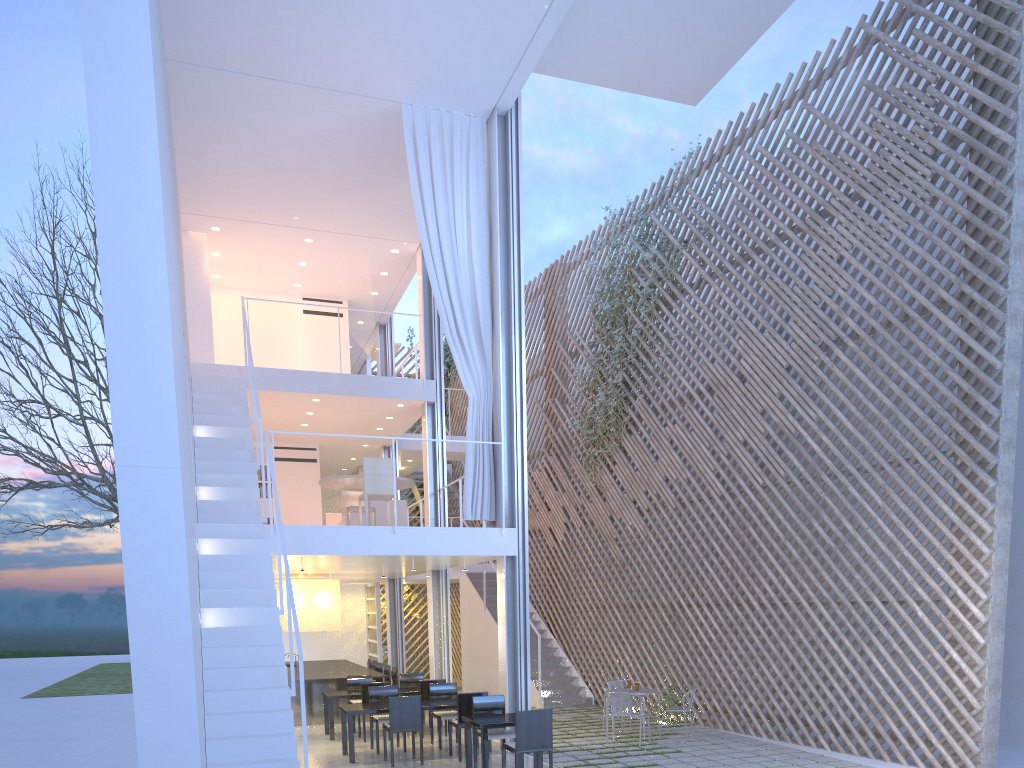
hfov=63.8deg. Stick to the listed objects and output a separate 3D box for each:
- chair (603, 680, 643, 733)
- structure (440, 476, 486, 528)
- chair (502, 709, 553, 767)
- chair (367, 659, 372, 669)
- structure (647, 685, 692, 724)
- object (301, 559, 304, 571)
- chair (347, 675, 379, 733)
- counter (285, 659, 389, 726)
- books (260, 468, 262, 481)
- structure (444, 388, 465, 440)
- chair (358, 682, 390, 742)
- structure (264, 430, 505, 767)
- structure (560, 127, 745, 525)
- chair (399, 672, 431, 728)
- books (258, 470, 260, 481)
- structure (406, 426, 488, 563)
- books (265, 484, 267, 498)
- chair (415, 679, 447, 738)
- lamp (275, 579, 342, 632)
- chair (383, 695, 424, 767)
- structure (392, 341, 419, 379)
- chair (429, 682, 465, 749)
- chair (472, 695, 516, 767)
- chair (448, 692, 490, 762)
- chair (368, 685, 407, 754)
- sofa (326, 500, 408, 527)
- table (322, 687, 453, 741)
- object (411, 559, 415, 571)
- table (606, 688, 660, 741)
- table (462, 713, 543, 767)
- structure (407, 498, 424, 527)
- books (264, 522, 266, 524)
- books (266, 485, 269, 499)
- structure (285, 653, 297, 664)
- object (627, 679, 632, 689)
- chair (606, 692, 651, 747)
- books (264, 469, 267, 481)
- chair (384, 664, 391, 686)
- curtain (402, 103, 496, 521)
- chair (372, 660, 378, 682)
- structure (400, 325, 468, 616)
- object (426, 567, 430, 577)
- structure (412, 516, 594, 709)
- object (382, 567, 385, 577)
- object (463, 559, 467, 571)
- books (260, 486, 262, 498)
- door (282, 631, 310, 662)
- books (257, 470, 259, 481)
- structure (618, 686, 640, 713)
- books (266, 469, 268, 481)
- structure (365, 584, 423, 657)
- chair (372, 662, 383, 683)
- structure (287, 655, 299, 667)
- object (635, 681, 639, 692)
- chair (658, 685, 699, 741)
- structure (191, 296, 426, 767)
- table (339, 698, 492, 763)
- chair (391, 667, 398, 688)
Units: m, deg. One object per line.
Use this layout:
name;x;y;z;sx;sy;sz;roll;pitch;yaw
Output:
chair;0.805;2.370;6.066;0.262;0.380;0.247;-1;0;-19
structure;-0.292;0.914;5.918;0.028;0.541;1.749;-4;-11;-20
chair;0.074;1.847;4.171;0.191;0.438;0.237;-2;2;-20
chair;-1.566;3.034;8.444;0.239;0.439;0.188;-2;3;-17
structure;1.228;2.493;6.404;0.295;0.321;0.320;1;-4;-34
object;-1.257;1.083;4.927;0.029;0.079;0.028;-2;4;-8
chair;-1.141;2.442;6.285;0.191;0.438;0.237;-2;2;-20
counter;-1.818;2.901;7.860;0.815;0.365;2.594;3;-15;-19
books;-2.204;1.221;6.508;0.024;1.632;3.664;-2;-11;-9
structure;-0.657;0.332;8.636;1.140;0.569;0.026;3;5;-19
chair;-0.984;2.319;5.844;0.191;0.438;0.237;-2;2;-20
structure;-0.451;1.013;4.115;1.363;1.782;1.455;-1;-2;-20
structure;1.050;-0.224;6.741;0.735;2.712;2.385;-4;-1;-28
chair;-0.754;2.471;6.419;0.191;0.438;0.237;-2;2;-20
books;-2.212;1.208;6.499;0.030;1.656;3.689;-2;-11;-10
structure;-0.803;1.296;9.828;0.532;1.882;1.263;-4;1;-26
books;-2.441;1.071;8.153;0.009;0.145;0.090;-4;2;-20
chair;-0.597;2.349;5.979;0.191;0.438;0.237;-2;2;-20
lamp;-1.981;2.083;7.706;0.447;0.412;2.374;0;-14;-19
chair;-0.655;2.063;4.919;0.191;0.438;0.237;-2;2;-20
structure;-0.933;0.022;7.482;0.028;0.541;1.751;-4;-11;-20
chair;-0.425;2.214;5.494;0.191;0.438;0.237;-2;2;-20
chair;-0.094;1.978;4.644;0.191;0.438;0.237;-2;2;-20
chair;-0.269;2.092;5.053;0.191;0.438;0.237;-2;2;-20
chair;-0.812;2.185;5.360;0.191;0.438;0.237;-2;2;-20
sofa;-1.195;1.181;6.681;0.500;0.360;1.013;1;-13;-19
table;-0.919;2.435;6.108;0.916;0.328;0.358;3;-6;-19
object;-0.618;1.131;5.149;0.029;0.079;0.028;-2;4;-8
table;0.845;2.304;5.751;0.351;0.331;0.350;-4;-5;33
table;-0.049;1.980;4.489;0.359;0.329;0.358;1;-5;-19
structure;-0.909;1.396;7.653;0.028;0.541;1.751;-4;-11;-20
books;-2.460;1.430;8.192;0.018;0.121;0.085;-3;0;-20
books;-2.426;1.075;8.160;0.010;0.141;0.089;-4;1;-20
structure;-2.263;2.812;8.416;0.112;0.124;0.034;0;5;-19
object;0.831;2.126;5.829;0.031;0.077;0.031;1;4;25
chair;0.755;2.197;5.426;0.263;0.379;0.246;-1;0;25
books;-2.173;1.207;6.513;0.045;1.591;3.697;-2;-11;-9
chair;-1.238;2.769;7.487;0.239;0.439;0.188;-2;3;-21
curtain;-0.356;-0.374;4.847;0.512;2.424;0.095;-3;7;-22
chair;-1.457;2.946;8.125;0.239;0.439;0.188;-2;3;-22
structure;-1.228;1.446;11.373;1.109;4.510;3.326;-3;0;-22
object;-0.633;1.414;6.192;0.029;0.079;0.028;-2;4;-8
structure;-0.220;2.184;8.103;1.179;1.948;1.991;-2;-4;-26
object;-0.950;1.390;6.082;0.029;0.079;0.028;-2;4;-8
object;-1.394;1.703;5.846;1.674;0.804;1.894;3;-12;-21
books;-2.484;1.078;8.139;0.015;0.123;0.093;-4;0;-20
door;-2.390;2.383;7.402;0.480;1.143;5.690;-2;-14;-8
books;-2.196;1.189;6.496;0.029;1.568;3.692;-2;-11;-11
structure;0.994;2.695;7.011;0.266;0.259;0.267;0;-4;-12
books;-2.164;1.220;6.507;0.037;1.625;3.723;-2;-11;-9
structure;-1.413;2.864;10.609;1.141;2.001;0.285;-2;6;-19
chair;-1.361;2.856;7.801;0.239;0.439;0.189;-2;3;-24
structure;-2.150;2.724;8.098;0.112;0.124;0.034;0;5;-19
object;0.857;2.073;5.636;0.031;0.077;0.031;1;4;25
chair;1.154;2.251;5.652;0.249;0.379;0.260;-1;0;21
structure;-0.880;0.594;4.674;1.724;3.282;3.724;-2;-5;-20
table;-0.607;2.192;5.230;0.916;0.328;0.358;3;-6;-19
chair;-1.129;2.680;7.167;0.239;0.439;0.188;-2;3;-18
